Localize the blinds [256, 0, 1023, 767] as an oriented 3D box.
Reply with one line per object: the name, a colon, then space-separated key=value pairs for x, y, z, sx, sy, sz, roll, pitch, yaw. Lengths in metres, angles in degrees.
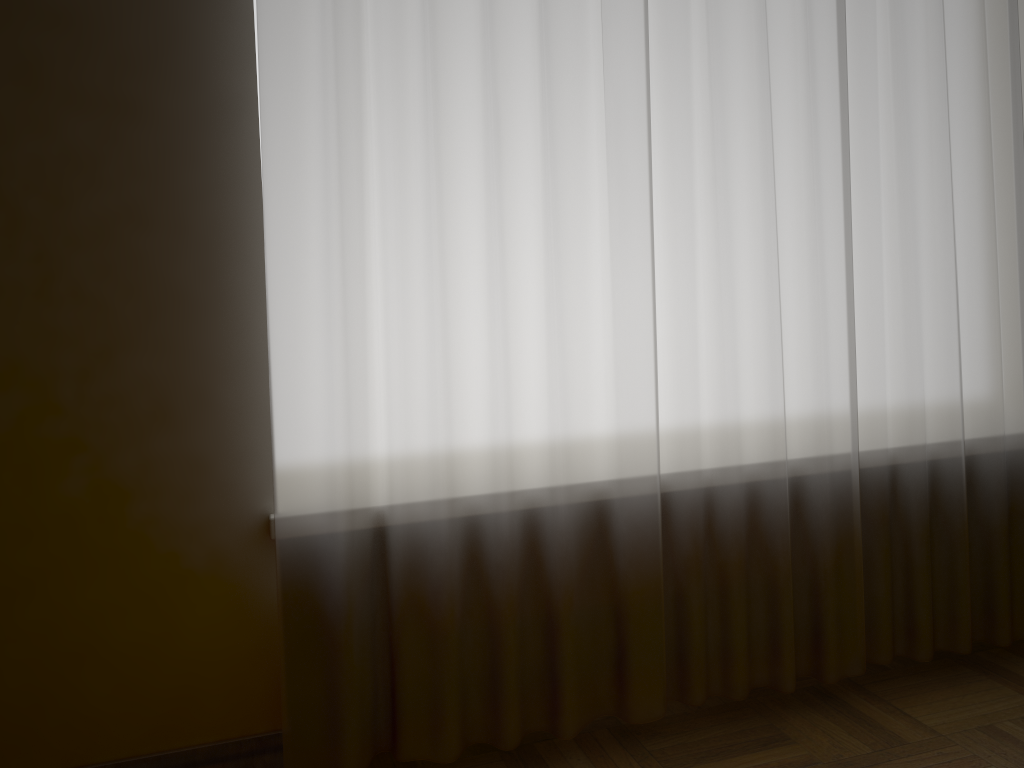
blinds: x=0.615 y=-0.546 z=1.796 sx=2.199 sy=2.287 sz=0.092 roll=-3 pitch=1 yaw=-17
